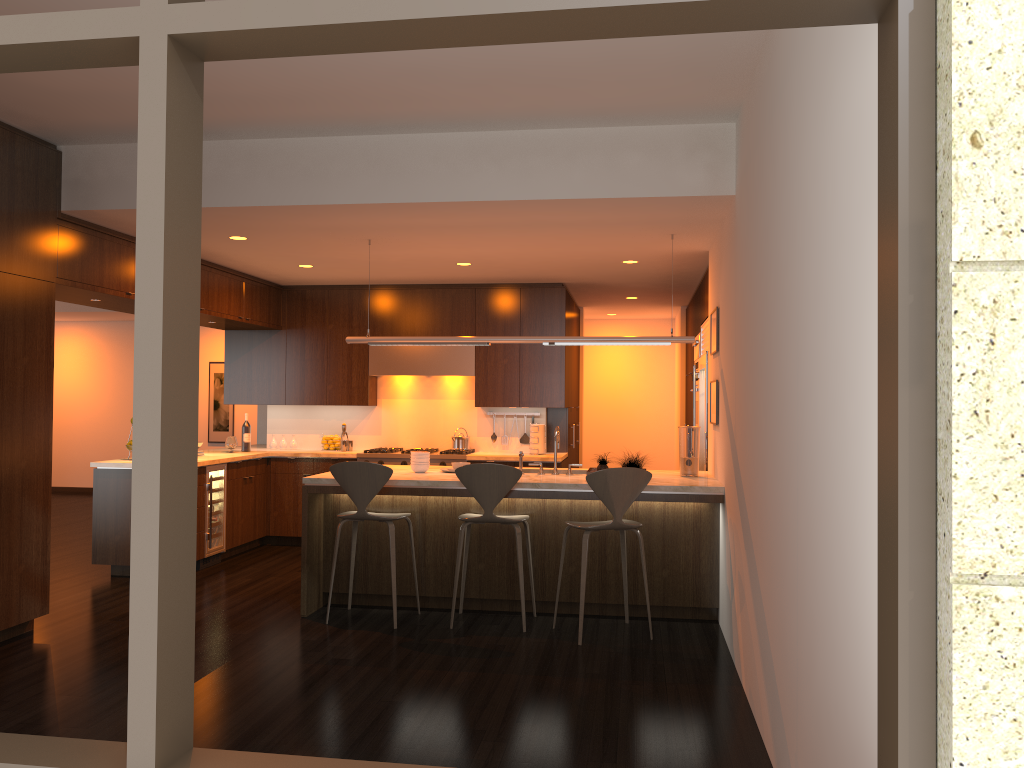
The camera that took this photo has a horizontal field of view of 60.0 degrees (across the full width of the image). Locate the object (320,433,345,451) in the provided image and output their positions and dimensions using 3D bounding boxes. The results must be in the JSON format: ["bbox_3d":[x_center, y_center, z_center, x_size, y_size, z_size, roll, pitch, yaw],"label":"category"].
[{"bbox_3d":[-1.837,0.591,9.079,0.207,0.175,0.189,0,-1,6],"label":"object"}]

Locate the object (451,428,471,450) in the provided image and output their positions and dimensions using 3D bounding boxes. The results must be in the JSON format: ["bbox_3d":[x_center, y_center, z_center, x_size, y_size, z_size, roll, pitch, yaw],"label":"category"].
[{"bbox_3d":[-0.511,0.545,8.881,0.221,0.218,0.221,1,-1,-7],"label":"object"}]

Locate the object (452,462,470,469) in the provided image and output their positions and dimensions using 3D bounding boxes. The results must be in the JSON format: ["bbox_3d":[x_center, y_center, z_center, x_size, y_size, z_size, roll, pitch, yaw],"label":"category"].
[{"bbox_3d":[-0.371,0.602,6.429,0.139,0.059,0.138,0,-1,34],"label":"object"}]

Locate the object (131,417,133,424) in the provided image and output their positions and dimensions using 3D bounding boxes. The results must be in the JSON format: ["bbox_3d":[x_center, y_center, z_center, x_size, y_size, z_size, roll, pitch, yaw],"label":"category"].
[{"bbox_3d":[-3.132,0.306,7.386,0.077,0.079,0.075,0,-1,17],"label":"object"}]

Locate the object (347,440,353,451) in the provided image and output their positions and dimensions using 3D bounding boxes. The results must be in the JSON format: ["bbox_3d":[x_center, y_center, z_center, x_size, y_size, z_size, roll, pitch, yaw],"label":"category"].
[{"bbox_3d":[-1.630,0.623,8.932,0.060,0.106,0.060,0,-2,40],"label":"object"}]

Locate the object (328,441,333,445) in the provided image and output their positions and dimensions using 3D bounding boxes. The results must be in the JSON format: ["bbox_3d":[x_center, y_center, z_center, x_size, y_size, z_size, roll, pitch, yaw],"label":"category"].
[{"bbox_3d":[-1.847,0.595,9.021,0.052,0.053,0.062,0,-1,13],"label":"object"}]

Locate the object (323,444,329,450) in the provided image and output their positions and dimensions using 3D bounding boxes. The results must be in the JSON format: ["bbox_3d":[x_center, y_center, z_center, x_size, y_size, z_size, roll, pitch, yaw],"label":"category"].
[{"bbox_3d":[-1.889,0.640,9.017,0.052,0.057,0.060,-1,-2,43],"label":"object"}]

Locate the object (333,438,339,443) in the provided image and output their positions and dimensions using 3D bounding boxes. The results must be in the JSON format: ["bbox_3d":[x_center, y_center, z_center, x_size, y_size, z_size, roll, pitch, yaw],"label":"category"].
[{"bbox_3d":[-1.793,0.573,9.027,0.061,0.052,0.053,1,-1,-36],"label":"object"}]

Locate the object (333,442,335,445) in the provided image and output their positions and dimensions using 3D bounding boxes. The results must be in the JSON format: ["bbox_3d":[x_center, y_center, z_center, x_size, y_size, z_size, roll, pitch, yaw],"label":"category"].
[{"bbox_3d":[-1.801,0.610,9.072,0.051,0.053,0.062,2,-2,-41],"label":"object"}]

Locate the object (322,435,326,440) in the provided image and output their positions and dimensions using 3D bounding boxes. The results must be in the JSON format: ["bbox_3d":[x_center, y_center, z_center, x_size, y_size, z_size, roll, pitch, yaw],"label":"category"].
[{"bbox_3d":[-1.908,0.554,9.049,0.057,0.060,0.052,0,-1,29],"label":"object"}]

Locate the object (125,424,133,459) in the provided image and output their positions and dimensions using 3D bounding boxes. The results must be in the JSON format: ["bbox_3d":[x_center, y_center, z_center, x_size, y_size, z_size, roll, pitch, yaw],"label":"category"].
[{"bbox_3d":[-3.063,0.403,7.429,0.324,0.461,0.324,1,-1,-33],"label":"object"}]

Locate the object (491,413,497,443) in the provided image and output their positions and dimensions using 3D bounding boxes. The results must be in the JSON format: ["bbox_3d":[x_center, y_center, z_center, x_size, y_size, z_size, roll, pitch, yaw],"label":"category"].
[{"bbox_3d":[-0.180,0.445,8.942,0.061,0.296,0.020,0,-1,7],"label":"object"}]

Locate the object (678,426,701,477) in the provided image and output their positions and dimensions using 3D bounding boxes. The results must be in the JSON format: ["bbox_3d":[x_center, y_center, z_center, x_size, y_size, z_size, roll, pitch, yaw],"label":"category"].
[{"bbox_3d":[1.241,0.472,6.211,0.159,0.349,0.159,1,-1,-18],"label":"object"}]

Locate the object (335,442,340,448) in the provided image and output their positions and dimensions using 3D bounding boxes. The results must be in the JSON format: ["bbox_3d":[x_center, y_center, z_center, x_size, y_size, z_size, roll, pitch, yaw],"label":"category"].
[{"bbox_3d":[-1.774,0.619,9.008,0.052,0.054,0.061,0,-1,18],"label":"object"}]

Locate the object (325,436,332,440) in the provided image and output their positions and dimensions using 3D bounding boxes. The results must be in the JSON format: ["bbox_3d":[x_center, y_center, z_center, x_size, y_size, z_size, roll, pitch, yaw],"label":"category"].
[{"bbox_3d":[-1.866,0.549,9.017,0.063,0.051,0.053,1,-1,-2],"label":"object"}]

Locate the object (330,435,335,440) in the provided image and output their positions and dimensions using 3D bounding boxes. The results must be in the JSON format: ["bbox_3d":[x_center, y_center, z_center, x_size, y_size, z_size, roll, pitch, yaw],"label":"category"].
[{"bbox_3d":[-1.844,0.547,9.072,0.063,0.053,0.051,-1,-2,42],"label":"object"}]

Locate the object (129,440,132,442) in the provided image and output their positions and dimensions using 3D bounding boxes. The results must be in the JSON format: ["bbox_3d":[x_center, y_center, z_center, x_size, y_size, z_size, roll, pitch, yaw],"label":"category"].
[{"bbox_3d":[-3.195,0.498,7.461,0.054,0.058,0.057,0,-1,29],"label":"object"}]

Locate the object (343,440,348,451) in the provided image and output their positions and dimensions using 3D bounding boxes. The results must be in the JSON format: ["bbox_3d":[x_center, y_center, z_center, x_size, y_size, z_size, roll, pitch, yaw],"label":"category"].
[{"bbox_3d":[-1.690,0.624,8.979,0.060,0.106,0.060,0,-2,40],"label":"object"}]

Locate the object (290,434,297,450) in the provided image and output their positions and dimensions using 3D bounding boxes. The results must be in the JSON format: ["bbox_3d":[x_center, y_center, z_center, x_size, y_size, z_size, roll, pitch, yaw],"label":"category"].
[{"bbox_3d":[-2.258,0.599,9.166,0.079,0.154,0.079,1,-1,-9],"label":"object"}]

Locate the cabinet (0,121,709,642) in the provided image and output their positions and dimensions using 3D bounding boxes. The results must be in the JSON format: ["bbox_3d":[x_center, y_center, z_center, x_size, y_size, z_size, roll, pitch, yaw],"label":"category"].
[{"bbox_3d":[-0.549,0.065,7.095,5.521,2.997,7.728,0,-1,8],"label":"cabinet"}]

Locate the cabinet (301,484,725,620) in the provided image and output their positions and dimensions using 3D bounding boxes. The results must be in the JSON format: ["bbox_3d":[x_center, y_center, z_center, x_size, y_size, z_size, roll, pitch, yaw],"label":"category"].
[{"bbox_3d":[0.050,1.114,6.266,2.713,0.876,1.281,0,-1,8],"label":"cabinet"}]

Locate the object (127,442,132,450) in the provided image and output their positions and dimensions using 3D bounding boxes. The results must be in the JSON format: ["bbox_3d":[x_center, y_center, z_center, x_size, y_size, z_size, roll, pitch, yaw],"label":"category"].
[{"bbox_3d":[-3.158,0.512,7.353,0.068,0.069,0.065,1,-1,-15],"label":"object"}]

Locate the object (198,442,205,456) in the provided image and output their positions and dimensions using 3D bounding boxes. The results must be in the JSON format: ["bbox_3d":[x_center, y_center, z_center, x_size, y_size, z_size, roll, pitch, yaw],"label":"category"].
[{"bbox_3d":[-2.886,0.513,7.959,0.231,0.266,0.191,0,-1,11],"label":"object"}]

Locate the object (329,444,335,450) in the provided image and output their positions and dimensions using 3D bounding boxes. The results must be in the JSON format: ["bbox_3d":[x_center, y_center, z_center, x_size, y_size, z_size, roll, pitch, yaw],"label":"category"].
[{"bbox_3d":[-1.828,0.646,9.022,0.064,0.063,0.074,1,-1,-29],"label":"object"}]

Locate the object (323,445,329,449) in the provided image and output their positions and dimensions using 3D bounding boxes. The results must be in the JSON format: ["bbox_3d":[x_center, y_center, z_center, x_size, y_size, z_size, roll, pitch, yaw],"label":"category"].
[{"bbox_3d":[-1.903,0.647,9.073,0.061,0.053,0.053,1,-1,-6],"label":"object"}]

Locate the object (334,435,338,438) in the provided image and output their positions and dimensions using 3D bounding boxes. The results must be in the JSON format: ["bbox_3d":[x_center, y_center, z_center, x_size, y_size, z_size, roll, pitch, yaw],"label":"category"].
[{"bbox_3d":[-1.809,0.551,9.140,0.059,0.060,0.050,0,-2,41],"label":"object"}]

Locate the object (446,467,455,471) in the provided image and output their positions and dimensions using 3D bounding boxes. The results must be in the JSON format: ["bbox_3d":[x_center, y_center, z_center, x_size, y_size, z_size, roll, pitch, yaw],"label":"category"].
[{"bbox_3d":[-0.371,0.623,6.428,0.217,0.025,0.216,0,-1,25],"label":"object"}]

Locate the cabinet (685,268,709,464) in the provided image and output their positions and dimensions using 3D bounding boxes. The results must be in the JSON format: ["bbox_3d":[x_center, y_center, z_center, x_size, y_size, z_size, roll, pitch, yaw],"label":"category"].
[{"bbox_3d":[2.106,0.348,8.637,0.690,2.540,3.924,0,-1,8],"label":"cabinet"}]

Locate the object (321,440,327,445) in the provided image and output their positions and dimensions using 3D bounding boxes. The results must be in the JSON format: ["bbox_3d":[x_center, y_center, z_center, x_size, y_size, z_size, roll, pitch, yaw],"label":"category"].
[{"bbox_3d":[-1.909,0.592,9.020,0.063,0.051,0.053,0,-1,10],"label":"object"}]

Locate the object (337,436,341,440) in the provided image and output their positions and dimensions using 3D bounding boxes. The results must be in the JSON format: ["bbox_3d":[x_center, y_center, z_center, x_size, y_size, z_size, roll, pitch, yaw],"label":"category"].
[{"bbox_3d":[-1.774,0.563,9.082,0.051,0.053,0.063,1,-1,-36],"label":"object"}]

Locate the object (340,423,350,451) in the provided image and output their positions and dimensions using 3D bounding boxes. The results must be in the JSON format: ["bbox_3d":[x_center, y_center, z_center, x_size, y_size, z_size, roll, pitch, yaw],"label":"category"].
[{"bbox_3d":[-1.691,0.531,8.871,0.088,0.288,0.101,0,-1,38],"label":"object"}]

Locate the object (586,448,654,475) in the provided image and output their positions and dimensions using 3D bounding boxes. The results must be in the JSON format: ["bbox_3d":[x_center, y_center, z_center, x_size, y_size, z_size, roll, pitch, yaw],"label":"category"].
[{"bbox_3d":[0.764,0.522,5.960,0.497,0.231,0.503,0,-1,8],"label":"object"}]

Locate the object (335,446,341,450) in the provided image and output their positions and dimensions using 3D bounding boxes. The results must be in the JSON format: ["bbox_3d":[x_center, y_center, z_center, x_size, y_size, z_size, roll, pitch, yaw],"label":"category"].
[{"bbox_3d":[-1.776,0.648,9.048,0.051,0.053,0.063,2,-2,-41],"label":"object"}]

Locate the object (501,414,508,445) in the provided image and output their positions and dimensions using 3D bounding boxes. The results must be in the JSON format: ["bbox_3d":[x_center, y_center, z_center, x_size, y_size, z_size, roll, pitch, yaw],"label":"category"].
[{"bbox_3d":[-0.074,0.461,8.930,0.066,0.314,0.004,0,-1,8],"label":"object"}]

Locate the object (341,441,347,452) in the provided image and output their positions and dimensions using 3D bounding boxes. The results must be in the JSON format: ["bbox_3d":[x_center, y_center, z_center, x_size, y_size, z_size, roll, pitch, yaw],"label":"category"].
[{"bbox_3d":[-1.680,0.621,8.860,0.060,0.106,0.060,0,-2,40],"label":"object"}]
